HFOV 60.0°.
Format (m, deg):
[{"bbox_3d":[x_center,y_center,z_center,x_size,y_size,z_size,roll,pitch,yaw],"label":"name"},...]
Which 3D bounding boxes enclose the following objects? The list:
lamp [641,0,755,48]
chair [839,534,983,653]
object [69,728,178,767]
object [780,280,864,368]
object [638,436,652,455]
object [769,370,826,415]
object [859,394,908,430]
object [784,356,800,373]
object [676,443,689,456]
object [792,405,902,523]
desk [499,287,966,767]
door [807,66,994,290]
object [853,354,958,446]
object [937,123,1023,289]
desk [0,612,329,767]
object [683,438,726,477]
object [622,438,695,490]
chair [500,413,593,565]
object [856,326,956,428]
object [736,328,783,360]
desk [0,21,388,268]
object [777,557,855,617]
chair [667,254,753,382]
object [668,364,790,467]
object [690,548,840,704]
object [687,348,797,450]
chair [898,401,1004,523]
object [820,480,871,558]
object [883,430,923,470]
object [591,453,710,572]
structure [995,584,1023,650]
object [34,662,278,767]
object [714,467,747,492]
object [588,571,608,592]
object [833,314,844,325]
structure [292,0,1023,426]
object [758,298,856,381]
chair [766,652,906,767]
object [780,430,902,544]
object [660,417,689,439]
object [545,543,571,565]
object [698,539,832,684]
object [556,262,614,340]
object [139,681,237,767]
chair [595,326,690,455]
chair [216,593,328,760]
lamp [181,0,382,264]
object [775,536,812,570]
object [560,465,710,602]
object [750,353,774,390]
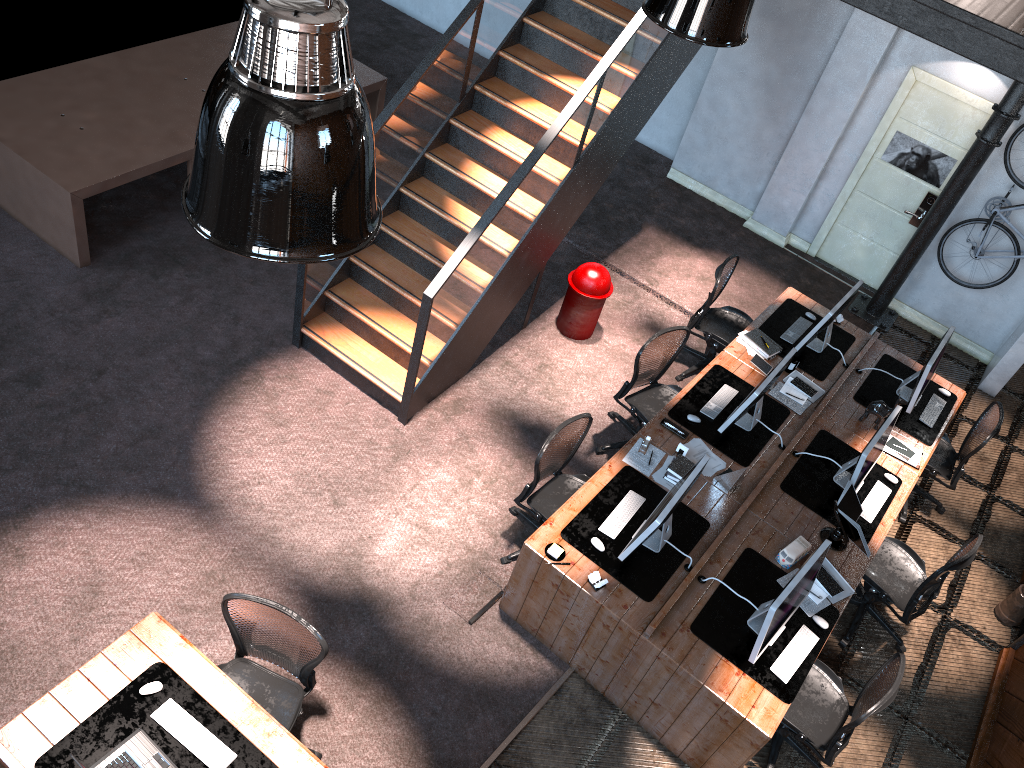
[{"bbox_3d":[1.014,-2.310,2.825,0.445,2.372,0.445,-16,52,-31],"label":"lamp"},{"bbox_3d":[2.666,1.311,6.172,0.792,1.085,0.770,33,45,16],"label":"chair"},{"bbox_3d":[-1.640,1.681,3.849,0.390,0.283,0.323,36,46,19],"label":"object"},{"bbox_3d":[2.596,-0.568,7.377,0.586,0.581,0.692,5,44,-13],"label":"object"},{"bbox_3d":[0.932,0.416,6.170,0.054,0.064,0.159,26,43,8],"label":"object"},{"bbox_3d":[2.253,0.057,6.996,0.304,0.017,0.467,40,47,22],"label":"object"},{"bbox_3d":[2.870,0.193,6.829,0.229,0.351,0.135,33,45,16],"label":"object"},{"bbox_3d":[2.257,-0.163,7.156,0.099,0.138,0.078,-21,55,-34],"label":"object"},{"bbox_3d":[1.184,0.464,6.178,0.076,0.102,0.034,35,45,18],"label":"object"},{"bbox_3d":[2.523,0.557,6.193,0.772,0.578,0.642,4,45,-15],"label":"object"},{"bbox_3d":[1.897,0.745,6.680,1.748,0.840,4.117,36,46,19],"label":"desk"},{"bbox_3d":[3.999,-2.003,9.150,1.013,2.268,0.064,34,45,17],"label":"door"},{"bbox_3d":[3.241,0.112,7.285,0.687,0.008,0.848,35,46,18],"label":"object"},{"bbox_3d":[4.824,-1.530,8.212,1.022,1.846,0.655,17,43,-1],"label":"object"},{"bbox_3d":[-0.769,2.902,3.582,4.117,0.840,1.748,34,45,17],"label":"desk"},{"bbox_3d":[1.340,0.514,6.248,0.246,0.002,0.315,-22,56,-35],"label":"object"},{"bbox_3d":[1.036,0.531,6.059,0.478,0.098,0.319,33,45,16],"label":"object"},{"bbox_3d":[0.409,0.767,5.986,0.792,1.085,0.770,26,43,9],"label":"chair"},{"bbox_3d":[3.354,-0.063,7.103,0.799,0.576,0.648,4,45,-15],"label":"object"},{"bbox_3d":[2.031,-0.348,7.316,0.325,0.065,0.363,-13,51,-29],"label":"object"},{"bbox_3d":[-3.054,-2.486,8.438,1.650,0.750,3.630,34,45,17],"label":"desk"},{"bbox_3d":[1.937,1.277,5.637,0.467,0.017,0.304,-15,52,-30],"label":"object"},{"bbox_3d":[1.909,-0.550,7.837,0.792,1.085,0.770,19,43,2],"label":"chair"},{"bbox_3d":[1.639,0.217,6.649,0.687,0.008,0.848,35,46,18],"label":"object"},{"bbox_3d":[1.545,1.431,5.369,0.687,0.008,0.848,35,46,18],"label":"object"},{"bbox_3d":[1.685,0.048,6.438,0.735,0.576,0.654,5,44,-14],"label":"object"},{"bbox_3d":[3.424,0.536,7.219,0.792,1.085,0.770,19,43,2],"label":"chair"},{"bbox_3d":[2.210,0.914,5.839,0.304,0.380,0.417,15,43,-3],"label":"object"},{"bbox_3d":[2.986,0.495,6.770,0.316,0.060,0.229,29,44,12],"label":"object"},{"bbox_3d":[0.949,0.796,5.423,0.610,0.573,0.714,33,45,16],"label":"object"},{"bbox_3d":[4.249,0.829,5.988,0.500,2.745,1.003,39,47,21],"label":"structure"},{"bbox_3d":[-1.592,1.743,4.013,0.848,0.008,0.687,34,45,17],"label":"object"},{"bbox_3d":[1.508,0.577,6.005,0.165,0.320,0.178,41,48,23],"label":"object"},{"bbox_3d":[0.508,1.162,5.262,0.082,0.063,0.106,-21,55,-34],"label":"object"},{"bbox_3d":[2.867,-0.584,7.837,0.106,0.063,0.082,14,43,-4],"label":"object"},{"bbox_3d":[0.846,-2.431,7.773,10.620,4.603,5.793,34,45,17],"label":"structure"},{"bbox_3d":[2.495,-0.395,7.561,0.687,0.008,0.848,35,46,18],"label":"object"},{"bbox_3d":[1.779,1.893,5.281,0.792,1.085,0.770,26,43,9],"label":"chair"},{"bbox_3d":[2.377,0.718,6.377,0.687,0.008,0.848,35,46,18],"label":"object"},{"bbox_3d":[1.171,0.317,6.375,0.215,0.031,0.089,34,45,17],"label":"object"},{"bbox_3d":[0.268,1.019,5.356,0.158,0.026,0.154,4,44,-14],"label":"object"},{"bbox_3d":[1.594,1.296,5.126,0.811,0.578,0.663,10,43,-8],"label":"object"},{"bbox_3d":[0.653,-0.763,7.903,0.414,0.707,0.414,3,45,-15],"label":"object"},{"bbox_3d":[-1.535,1.602,4.151,0.577,0.040,0.139,34,45,17],"label":"object"},{"bbox_3d":[1.187,0.129,6.900,0.792,1.085,0.770,33,45,16],"label":"chair"},{"bbox_3d":[-1.313,1.629,4.532,0.770,1.085,0.792,13,43,-6],"label":"chair"},{"bbox_3d":[-0.256,-1.242,1.231,0.445,2.372,0.445,4,44,-14],"label":"lamp"},{"bbox_3d":[1.827,1.090,5.751,0.253,0.146,0.128,-24,57,-36],"label":"object"},{"bbox_3d":[0.798,0.924,5.644,0.687,0.008,0.848,35,46,18],"label":"object"},{"bbox_3d":[2.031,-0.101,7.048,0.129,0.083,0.347,-2,46,-20],"label":"object"}]
